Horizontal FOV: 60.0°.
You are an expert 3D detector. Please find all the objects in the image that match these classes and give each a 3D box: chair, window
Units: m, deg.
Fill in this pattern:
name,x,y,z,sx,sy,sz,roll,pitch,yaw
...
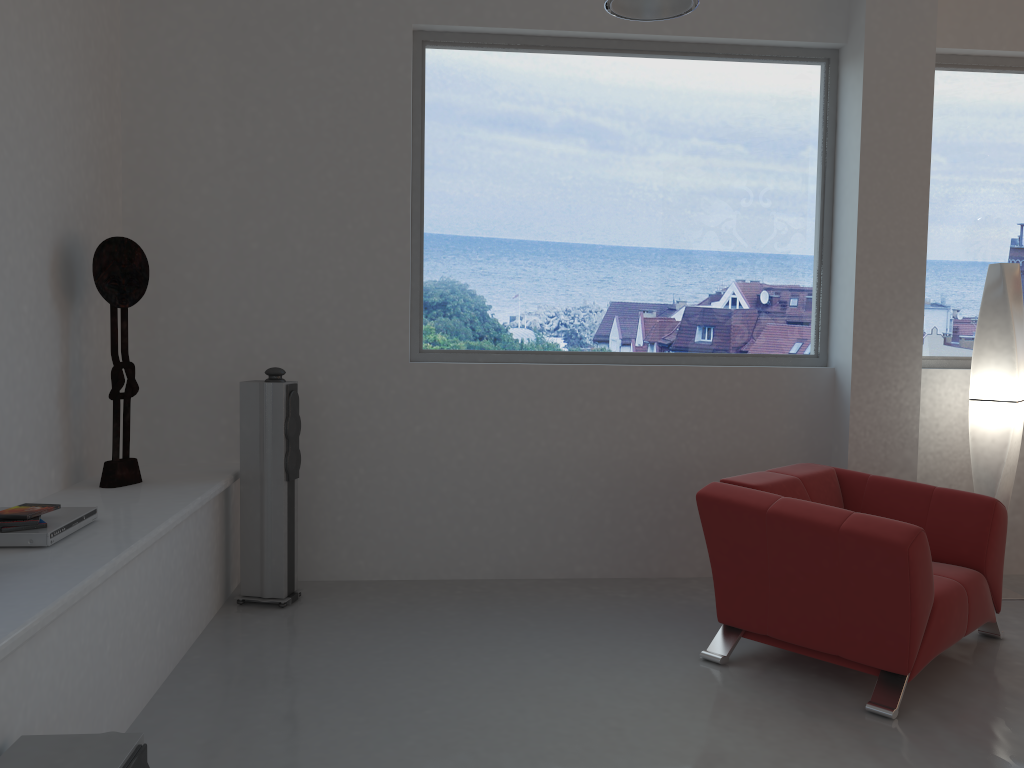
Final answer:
name,x,y,z,sx,sy,sz,roll,pitch,yaw
chair,1.528,0.804,3.938,1.288,0.738,0.951,-3,5,-45
window,3.427,-0.983,5.263,2.400,1.800,0.100,1,4,-5
window,0.638,-1.011,5.019,2.400,1.800,0.100,1,4,-5

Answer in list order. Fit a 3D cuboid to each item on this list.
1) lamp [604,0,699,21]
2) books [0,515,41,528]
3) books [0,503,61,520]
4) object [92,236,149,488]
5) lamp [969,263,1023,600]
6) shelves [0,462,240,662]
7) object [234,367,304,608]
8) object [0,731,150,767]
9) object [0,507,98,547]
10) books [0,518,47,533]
name,x,y,z,sx,sy,sz,roll,pitch,yaw
lamp,0.569,-1.928,3.554,0.379,0.800,0.379,3,4,35
books,-1.676,0.456,3.007,0.135,0.015,0.190,-1,4,-25
books,-1.676,0.438,3.057,0.135,0.015,0.190,1,4,5
object,-1.787,-0.102,4.043,0.108,1.130,0.331,2,4,20
lamp,2.607,0.248,4.779,0.313,1.779,0.313,0,4,-13
shelves,-1.500,0.620,2.019,0.650,0.050,5.500,1,4,-5
object,-1.216,0.506,4.446,0.273,1.184,0.255,2,4,10
object,-1.047,1.062,2.082,0.337,0.374,0.336,1,4,-5
object,-1.709,0.494,3.102,0.352,0.045,0.430,1,4,-5
books,-1.674,0.471,3.009,0.135,0.015,0.190,-2,5,-40
